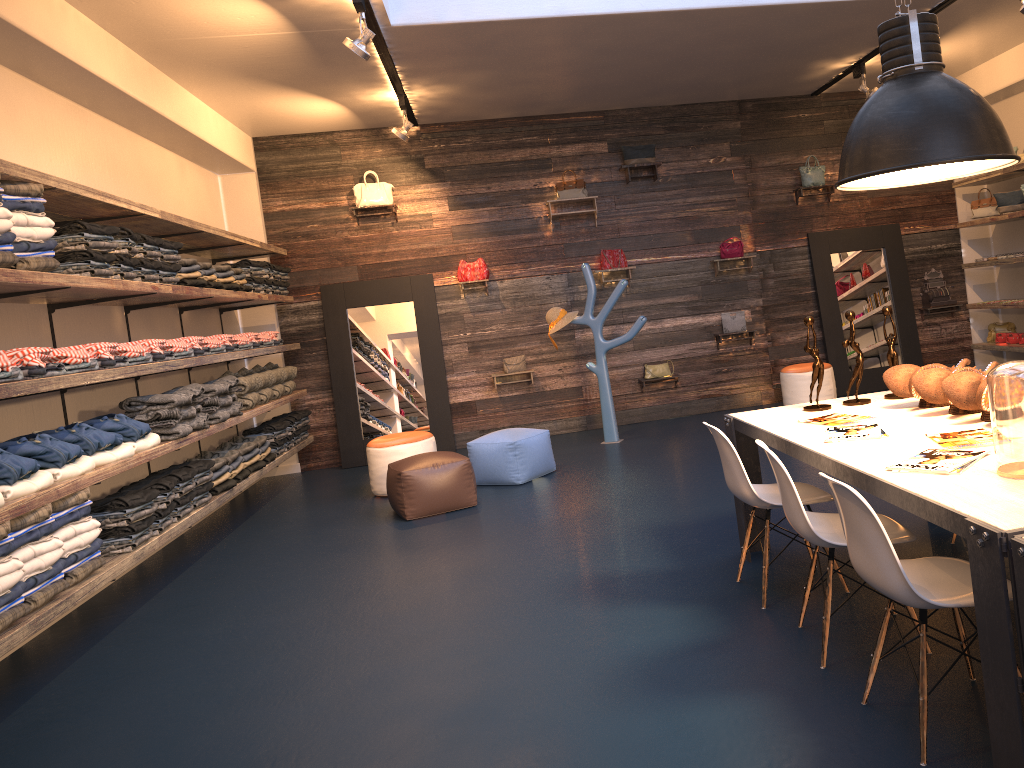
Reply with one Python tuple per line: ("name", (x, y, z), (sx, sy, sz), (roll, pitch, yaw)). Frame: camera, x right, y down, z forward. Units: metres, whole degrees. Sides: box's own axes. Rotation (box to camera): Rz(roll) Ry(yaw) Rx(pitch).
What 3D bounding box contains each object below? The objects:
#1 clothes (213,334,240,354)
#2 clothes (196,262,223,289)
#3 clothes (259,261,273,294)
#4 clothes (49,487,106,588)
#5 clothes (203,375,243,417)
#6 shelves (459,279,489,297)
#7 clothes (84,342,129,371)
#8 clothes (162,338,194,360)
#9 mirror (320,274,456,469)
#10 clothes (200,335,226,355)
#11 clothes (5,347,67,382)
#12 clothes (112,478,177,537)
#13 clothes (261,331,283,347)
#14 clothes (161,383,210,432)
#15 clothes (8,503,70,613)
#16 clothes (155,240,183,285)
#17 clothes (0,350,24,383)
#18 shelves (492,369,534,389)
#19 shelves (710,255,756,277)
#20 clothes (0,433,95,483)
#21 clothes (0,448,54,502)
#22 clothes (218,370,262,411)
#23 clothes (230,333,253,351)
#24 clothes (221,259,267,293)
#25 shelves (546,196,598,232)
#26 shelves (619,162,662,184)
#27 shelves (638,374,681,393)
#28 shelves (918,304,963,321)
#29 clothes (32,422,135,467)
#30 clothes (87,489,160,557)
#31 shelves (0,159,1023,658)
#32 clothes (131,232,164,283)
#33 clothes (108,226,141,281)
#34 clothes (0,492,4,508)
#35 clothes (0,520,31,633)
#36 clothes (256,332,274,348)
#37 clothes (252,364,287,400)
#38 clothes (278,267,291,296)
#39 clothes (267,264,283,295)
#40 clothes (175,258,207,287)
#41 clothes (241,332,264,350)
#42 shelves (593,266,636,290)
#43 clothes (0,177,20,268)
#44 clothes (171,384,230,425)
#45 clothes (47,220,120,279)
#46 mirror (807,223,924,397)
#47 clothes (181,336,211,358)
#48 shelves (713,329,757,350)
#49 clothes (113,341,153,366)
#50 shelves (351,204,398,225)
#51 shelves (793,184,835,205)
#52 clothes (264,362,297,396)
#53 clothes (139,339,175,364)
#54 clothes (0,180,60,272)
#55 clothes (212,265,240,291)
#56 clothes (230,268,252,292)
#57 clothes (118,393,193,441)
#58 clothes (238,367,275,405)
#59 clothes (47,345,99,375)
("clothes", (-2.369, -0.314, 6.940), (0.331, 0.154, 0.340), (-8, 4, -10))
("clothes", (-2.403, -0.808, 6.430), (0.428, 0.251, 0.338), (-7, 4, -8))
("clothes", (-2.374, -0.955, 7.940), (0.384, 0.298, 0.306), (-8, 3, -17))
("clothes", (-2.119, 0.715, 4.041), (0.265, 0.455, 0.340), (-7, 3, 9))
("clothes", (-2.231, 0.113, 6.509), (0.410, 0.317, 0.340), (-8, 4, -19))
("shelves", (-0.396, -1.026, 9.332), (0.312, 0.157, 0.240), (-7, 4, -7))
("clothes", (-2.325, -0.146, 4.792), (0.331, 0.154, 0.340), (-8, 4, -10))
("clothes", (-2.370, -0.223, 5.897), (0.339, 0.159, 0.330), (-6, 4, 16))
("mirror", (-1.305, -0.153, 9.179), (1.190, 1.915, 0.260), (-7, 2, -10))
("clothes", (-2.385, -0.279, 6.607), (0.339, 0.159, 0.330), (-6, 4, 16))
("clothes", (-2.310, -0.089, 4.063), (0.331, 0.154, 0.340), (-8, 4, -10))
("clothes", (-2.118, 0.711, 4.965), (0.384, 0.298, 0.306), (-8, 3, -17))
("clothes", (-2.399, -0.428, 8.401), (0.331, 0.154, 0.340), (-8, 4, -10))
("clothes", (-2.215, 0.174, 5.731), (0.410, 0.317, 0.340), (-8, 4, -19))
("clothes", (-2.112, 0.743, 3.686), (0.265, 0.455, 0.340), (-7, 3, 9))
("clothes", (-2.326, -0.769, 5.561), (0.354, 0.298, 0.306), (-7, 3, 1))
("clothes", (-2.326, -0.054, 3.729), (0.339, 0.159, 0.330), (-6, 4, 16))
("shelves", (0.016, -0.055, 9.419), (0.464, 0.143, 0.239), (-7, 4, -8))
("shelves", (2.527, -1.340, 9.889), (0.509, 0.184, 0.196), (-7, 3, -9))
("clothes", (-2.270, 0.356, 4.076), (0.435, 0.240, 0.420), (-7, 4, -6))
("clothes", (-2.262, 0.387, 3.672), (0.435, 0.240, 0.420), (-7, 4, -6))
("clothes", (-2.274, 0.046, 7.177), (0.338, 0.341, 0.393), (-7, 3, 2))
("clothes", (-2.400, -0.338, 7.357), (0.339, 0.159, 0.330), (-6, 4, 16))
("clothes", (-2.356, -0.932, 7.620), (0.376, 0.298, 0.322), (-7, 3, -3))
("shelves", (0.673, -1.862, 9.520), (0.574, 0.316, 0.238), (-7, 3, -9))
("shelves", (1.437, -2.343, 9.657), (0.464, 0.178, 0.239), (-7, 4, -8))
("shelves", (1.662, 0.002, 9.720), (0.464, 0.157, 0.239), (-7, 4, -8))
("shelves", (5.115, -0.848, 10.352), (0.464, 0.157, 0.239), (-7, 4, -8))
("clothes", (-2.280, 0.322, 4.513), (0.414, 0.240, 0.441), (-6, 4, 11))
("clothes", (-2.101, 0.735, 4.645), (0.376, 0.298, 0.322), (-7, 3, -3))
("shelves", (1.724, -0.128, 1.414), (8.819, 2.224, 16.533), (-7, 5, -3))
("clothes", (-2.319, -0.744, 5.238), (0.361, 0.298, 0.300), (-7, 3, -6))
("clothes", (-2.312, -0.719, 4.916), (0.384, 0.298, 0.306), (-8, 3, -17))
("clothes", (-2.254, 0.418, 3.276), (0.414, 0.240, 0.441), (-6, 4, 11))
("clothes", (-2.105, 0.768, 3.363), (0.265, 0.455, 0.340), (-7, 3, 9))
("clothes", (-2.414, -0.393, 8.068), (0.339, 0.159, 0.330), (-6, 4, 16))
("clothes", (-2.292, -0.022, 8.047), (0.338, 0.341, 0.393), (-7, 3, 2))
("clothes", (-2.388, -1.006, 8.585), (0.354, 0.298, 0.306), (-7, 3, 1))
("clothes", (-2.381, -0.980, 8.262), (0.361, 0.298, 0.300), (-7, 3, -6))
("clothes", (-2.397, -0.777, 6.040), (0.413, 0.251, 0.350), (-7, 4, 4))
("clothes", (-2.384, -0.373, 7.691), (0.331, 0.154, 0.340), (-8, 4, -10))
("shelves", (1.144, -1.168, 9.613), (0.464, 0.210, 0.239), (-7, 3, -8))
("clothes", (-2.306, -0.687, 3.636), (0.265, 0.455, 0.340), (-7, 3, 9))
("clothes", (-2.212, 0.148, 6.138), (0.392, 0.302, 0.335), (-8, 4, -17))
("clothes", (-2.295, -0.695, 4.596), (0.376, 0.298, 0.322), (-7, 3, -3))
("mirror", (4.155, -0.881, 10.177), (1.190, 1.915, 0.260), (-7, 2, -10))
("clothes", (-2.354, -0.259, 6.230), (0.331, 0.154, 0.340), (-8, 4, -10))
("shelves", (2.550, -0.501, 9.881), (0.464, 0.183, 0.239), (-7, 4, -8))
("clothes", (-2.355, -0.167, 5.169), (0.339, 0.159, 0.330), (-6, 4, 16))
("shelves", (-1.435, -1.780, 9.136), (0.464, 0.157, 0.239), (-7, 4, -8))
("shelves", (3.510, -2.188, 10.039), (0.464, 0.177, 0.239), (-7, 4, -8))
("clothes", (-2.301, -0.056, 8.482), (0.338, 0.341, 0.393), (-7, 3, 2))
("clothes", (-2.340, -0.202, 5.503), (0.331, 0.154, 0.340), (-8, 4, -10))
("clothes", (-2.313, -0.715, 3.992), (0.265, 0.455, 0.340), (-7, 3, 9))
("clothes", (-2.413, -0.840, 6.841), (0.413, 0.251, 0.350), (-7, 4, 4))
("clothes", (-2.419, -0.871, 7.231), (0.428, 0.251, 0.338), (-7, 4, -8))
("clothes", (-2.197, 0.209, 5.360), (0.392, 0.302, 0.335), (-8, 4, -17))
("clothes", (-2.283, 0.012, 7.612), (0.338, 0.341, 0.393), (-7, 3, 2))
("clothes", (-2.341, -0.111, 4.459), (0.339, 0.159, 0.330), (-6, 4, 16))
